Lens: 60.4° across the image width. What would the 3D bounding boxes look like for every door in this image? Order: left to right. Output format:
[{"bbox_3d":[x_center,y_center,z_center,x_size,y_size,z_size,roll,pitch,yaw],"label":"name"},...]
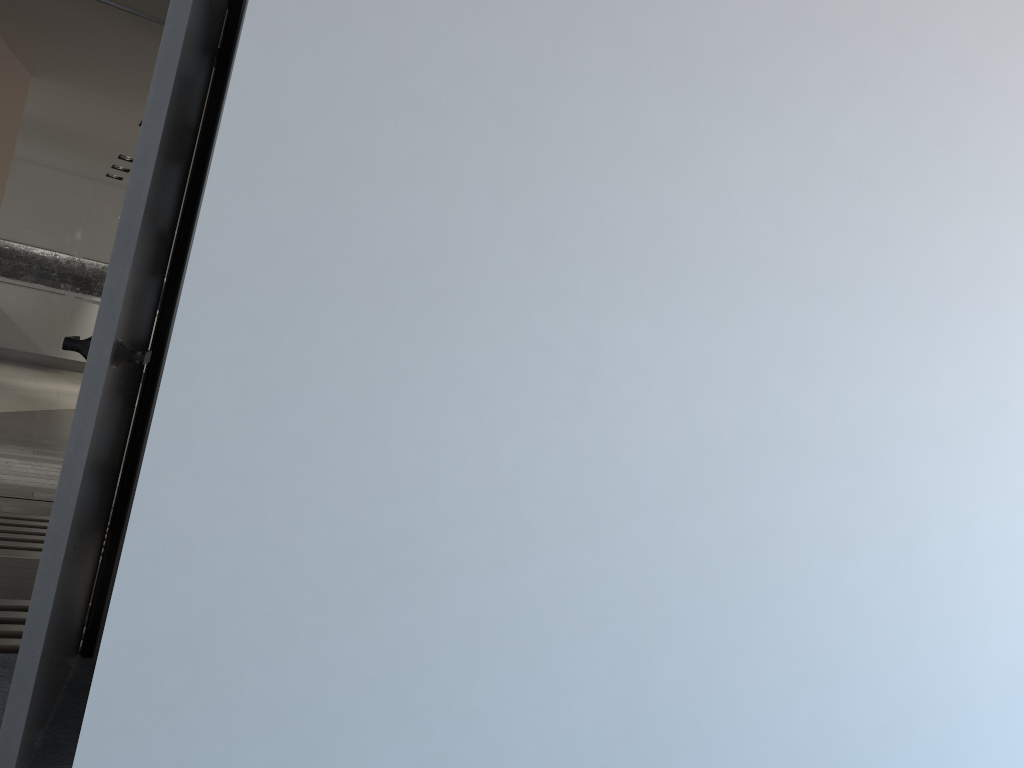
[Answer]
[{"bbox_3d":[-1.290,-0.247,2.057,1.048,2.095,0.932,13,-2,-30],"label":"door"}]

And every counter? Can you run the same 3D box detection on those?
[{"bbox_3d":[-5.136,-1.040,10.878,4.220,0.041,2.565,12,0,-31],"label":"counter"}]

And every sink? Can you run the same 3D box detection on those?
[{"bbox_3d":[-5.240,-1.111,11.914,1.207,0.521,0.485,12,-1,-31],"label":"sink"}]

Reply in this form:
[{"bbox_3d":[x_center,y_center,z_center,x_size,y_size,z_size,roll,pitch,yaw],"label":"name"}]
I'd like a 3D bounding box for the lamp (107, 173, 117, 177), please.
[{"bbox_3d":[-4.909,-2.593,10.872,0.169,0.077,0.185,12,0,31],"label":"lamp"}]

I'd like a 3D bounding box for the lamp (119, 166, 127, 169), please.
[{"bbox_3d":[-4.393,-2.478,9.914,0.185,0.077,0.168,12,0,-30],"label":"lamp"}]

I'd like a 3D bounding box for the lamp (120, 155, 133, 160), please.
[{"bbox_3d":[-4.037,-2.399,9.256,0.168,0.077,0.186,12,0,43],"label":"lamp"}]

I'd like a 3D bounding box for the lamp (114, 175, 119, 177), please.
[{"bbox_3d":[-4.827,-2.575,10.722,0.168,0.077,0.185,12,0,36],"label":"lamp"}]

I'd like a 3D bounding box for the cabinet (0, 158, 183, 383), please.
[{"bbox_3d":[-3.422,-0.947,10.946,7.248,2.502,4.238,12,0,-31],"label":"cabinet"}]

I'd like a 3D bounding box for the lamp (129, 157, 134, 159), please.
[{"bbox_3d":[-3.956,-2.381,9.106,0.185,0.077,0.168,12,0,-30],"label":"lamp"}]

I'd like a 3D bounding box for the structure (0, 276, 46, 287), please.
[{"bbox_3d":[-6.305,-1.321,11.244,0.653,0.011,0.540,12,0,-31],"label":"structure"}]

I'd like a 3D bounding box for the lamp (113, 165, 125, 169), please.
[{"bbox_3d":[-4.474,-2.497,10.065,0.168,0.077,0.186,12,0,43],"label":"lamp"}]
